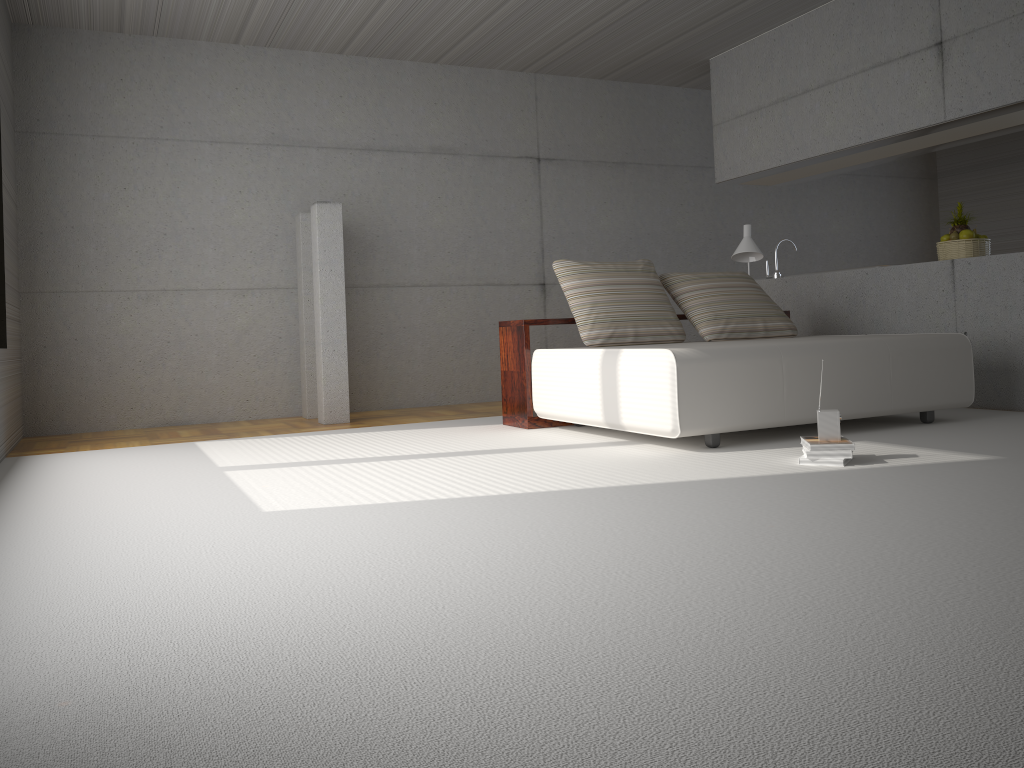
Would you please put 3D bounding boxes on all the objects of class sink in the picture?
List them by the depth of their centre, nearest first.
[{"bbox_3d":[2.737,-1.014,7.638,0.767,0.540,1.702,-3,3,-25],"label":"sink"}]

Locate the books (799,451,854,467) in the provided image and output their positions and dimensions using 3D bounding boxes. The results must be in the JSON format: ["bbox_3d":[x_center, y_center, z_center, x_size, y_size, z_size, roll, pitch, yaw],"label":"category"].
[{"bbox_3d":[1.407,0.330,3.954,0.189,0.032,0.265,-1,4,29],"label":"books"}]

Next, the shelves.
[{"bbox_3d":[1.025,-0.138,6.420,2.253,0.717,0.399,-4,0,-25],"label":"shelves"}]

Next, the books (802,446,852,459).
[{"bbox_3d":[1.406,0.298,3.955,0.189,0.032,0.265,-2,3,14],"label":"books"}]

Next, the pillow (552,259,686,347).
[{"bbox_3d":[0.736,-0.556,5.972,0.802,0.610,0.489,-3,1,-25],"label":"pillow"}]

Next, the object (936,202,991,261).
[{"bbox_3d":[3.274,-1.109,6.437,0.369,0.442,0.333,-3,1,-39],"label":"object"}]

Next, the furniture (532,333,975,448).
[{"bbox_3d":[1.434,-0.005,5.511,2.171,0.522,1.611,-4,3,-25],"label":"furniture"}]

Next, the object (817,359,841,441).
[{"bbox_3d":[1.401,0.070,3.919,0.090,0.367,0.185,-3,0,16],"label":"object"}]

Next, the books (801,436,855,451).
[{"bbox_3d":[1.410,0.265,3.960,0.189,0.032,0.265,-2,3,9],"label":"books"}]

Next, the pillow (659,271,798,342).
[{"bbox_3d":[1.535,-0.557,6.285,0.808,0.518,0.577,-3,2,-24],"label":"pillow"}]

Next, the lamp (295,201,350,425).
[{"bbox_3d":[-1.523,-0.558,7.064,0.200,1.694,0.796,-2,-1,-25],"label":"lamp"}]

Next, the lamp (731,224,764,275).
[{"bbox_3d":[1.857,-0.905,6.870,0.324,0.701,0.244,-2,-1,-44],"label":"lamp"}]
